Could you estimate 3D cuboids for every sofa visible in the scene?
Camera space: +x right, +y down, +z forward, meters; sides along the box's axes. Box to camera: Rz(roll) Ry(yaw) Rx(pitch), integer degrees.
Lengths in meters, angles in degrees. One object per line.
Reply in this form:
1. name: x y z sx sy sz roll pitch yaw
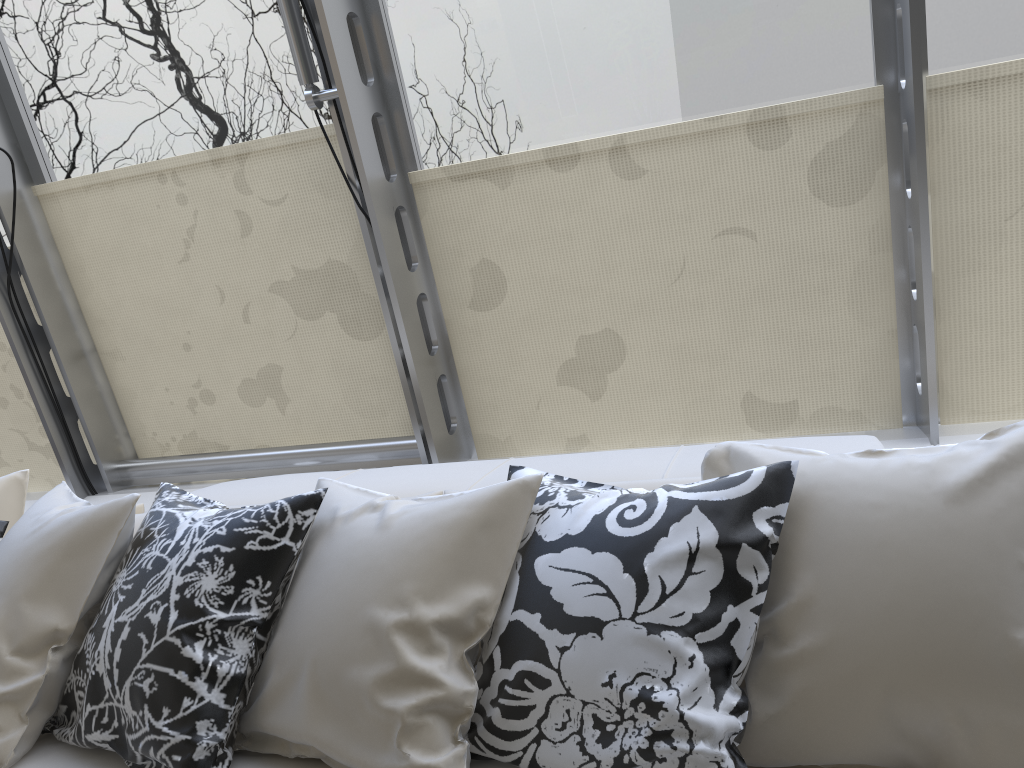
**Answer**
1. sofa: -0.632 0.784 0.997 4.169 0.866 3.257 -6 4 18

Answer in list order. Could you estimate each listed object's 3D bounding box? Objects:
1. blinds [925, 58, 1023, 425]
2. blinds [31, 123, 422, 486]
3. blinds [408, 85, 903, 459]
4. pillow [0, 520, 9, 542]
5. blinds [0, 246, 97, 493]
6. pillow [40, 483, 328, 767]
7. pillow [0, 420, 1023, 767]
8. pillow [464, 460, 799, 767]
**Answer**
1. blinds: 2.065 -0.425 2.309 1.766 1.028 0.330 -6 4 18
2. blinds: -1.031 -0.205 3.276 1.376 1.214 0.387 -6 4 18
3. blinds: 0.449 -0.262 2.835 1.430 1.027 0.329 -6 4 18
4. pillow: -1.412 0.582 1.860 0.599 0.483 0.405 -8 4 -13
5. blinds: -2.458 0.030 3.780 1.430 1.027 0.329 -6 4 18
6. pillow: -0.668 0.468 1.765 0.608 0.467 0.382 -4 5 37
7. pillow: -0.806 0.479 1.665 3.322 0.530 1.656 -8 4 -12
8. pillow: 0.161 0.391 1.496 0.606 0.463 0.383 -4 5 37
